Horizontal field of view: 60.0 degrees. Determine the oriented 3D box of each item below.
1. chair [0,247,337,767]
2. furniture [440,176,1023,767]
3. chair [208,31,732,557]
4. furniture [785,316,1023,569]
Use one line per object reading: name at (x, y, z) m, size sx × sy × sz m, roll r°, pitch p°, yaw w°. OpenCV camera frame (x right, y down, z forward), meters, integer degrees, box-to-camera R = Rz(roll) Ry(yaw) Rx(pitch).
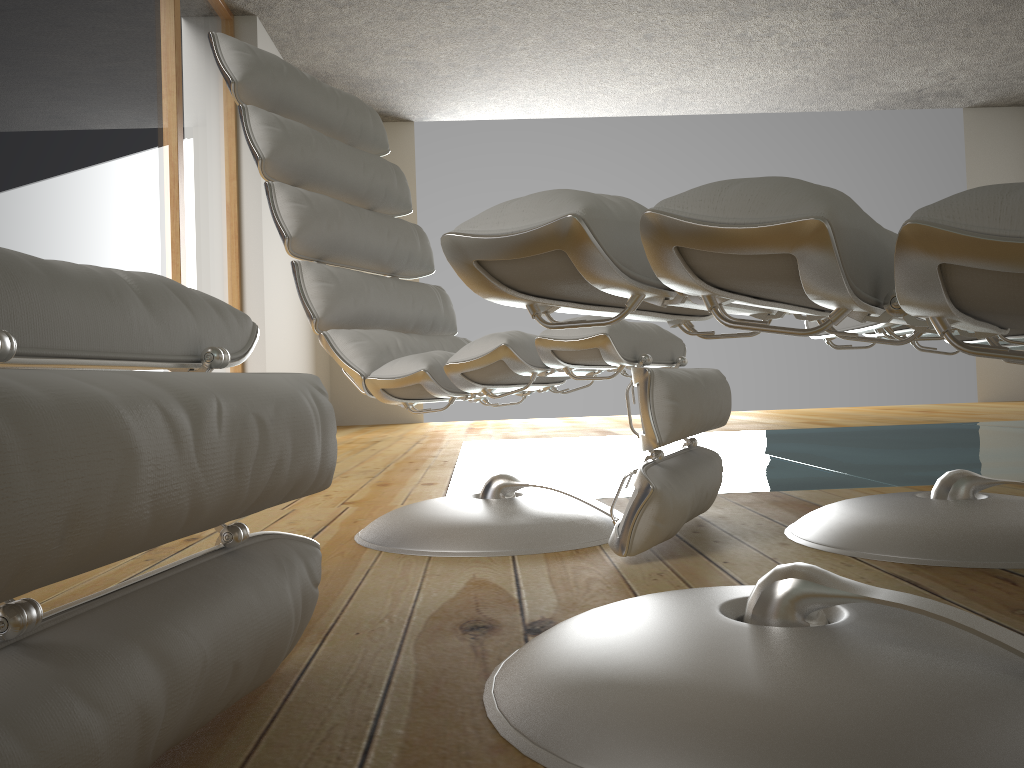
chair at (-0.656, -0.180, 0.715) m, size 0.914 × 0.969 × 0.569 m, roll -2°, pitch -1°, yaw 8°
furniture at (0.297, 0.052, 0.778) m, size 0.685 × 0.440 × 0.569 m, roll -2°, pitch -1°, yaw 33°
chair at (-0.067, -0.200, 1.755) m, size 0.913 × 0.969 × 0.569 m, roll -2°, pitch -1°, yaw 23°
furniture at (0.810, 0.034, 1.507) m, size 0.686 × 0.440 × 0.569 m, roll -2°, pitch -1°, yaw 5°
